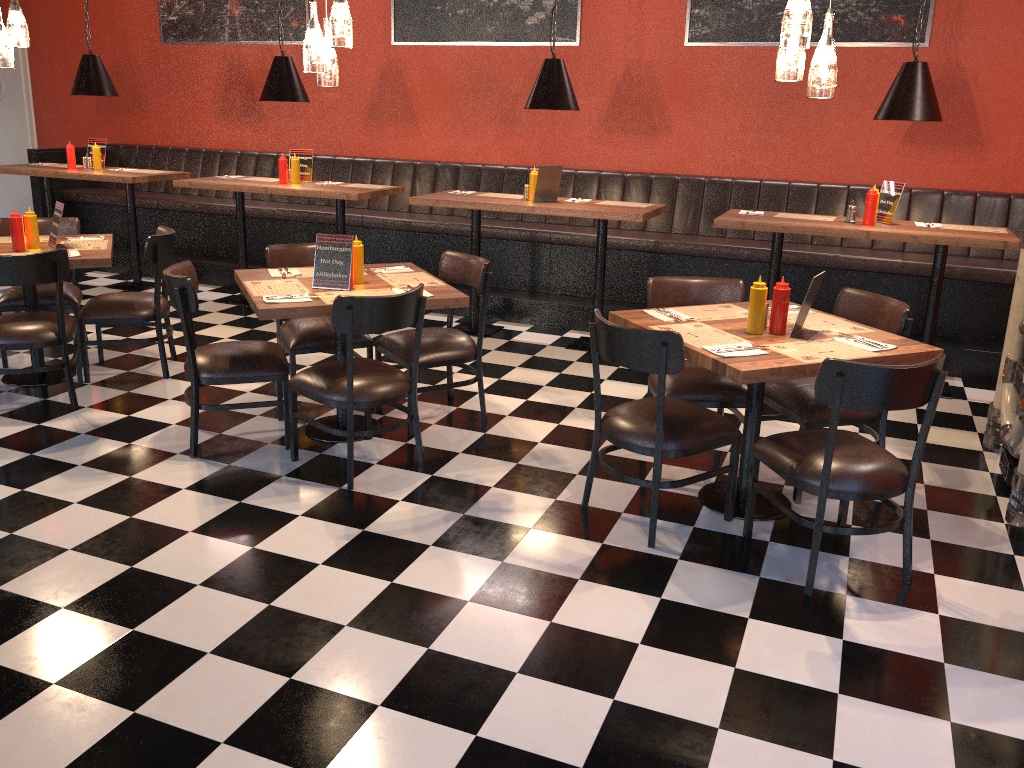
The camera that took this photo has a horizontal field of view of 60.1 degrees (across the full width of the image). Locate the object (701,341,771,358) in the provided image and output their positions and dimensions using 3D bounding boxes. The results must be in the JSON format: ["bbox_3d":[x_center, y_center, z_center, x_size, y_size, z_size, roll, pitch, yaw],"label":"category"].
[{"bbox_3d":[0.861,-0.136,3.358,0.255,0.019,0.159,-6,19,-22],"label":"object"}]

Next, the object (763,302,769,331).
[{"bbox_3d":[1.046,-0.298,3.699,0.047,0.134,0.094,8,17,21],"label":"object"}]

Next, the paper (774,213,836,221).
[{"bbox_3d":[1.910,-1.088,5.768,0.366,0.001,0.263,9,19,23],"label":"paper"}]

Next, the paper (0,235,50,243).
[{"bbox_3d":[-2.981,-0.883,5.404,0.366,0.001,0.264,-6,19,-24],"label":"paper"}]

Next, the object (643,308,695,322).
[{"bbox_3d":[0.696,-0.302,3.870,0.157,0.019,0.258,-4,18,-19],"label":"object"}]

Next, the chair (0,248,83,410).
[{"bbox_3d":[-2.602,-0.315,4.756,0.487,0.857,0.550,-5,17,-22],"label":"chair"}]

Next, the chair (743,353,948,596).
[{"bbox_3d":[1.220,0.266,3.263,0.486,0.857,0.551,-2,16,-13],"label":"chair"}]

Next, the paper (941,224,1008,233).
[{"bbox_3d":[2.818,-0.951,5.418,0.366,0.001,0.263,9,19,23],"label":"paper"}]

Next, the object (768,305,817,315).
[{"bbox_3d":[1.242,-0.340,4.042,0.255,0.019,0.159,-5,19,-20],"label":"object"}]

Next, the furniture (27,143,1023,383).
[{"bbox_3d":[-0.389,-1.268,7.528,8.774,1.136,1.115,9,18,21],"label":"furniture"}]

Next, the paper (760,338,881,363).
[{"bbox_3d":[1.182,-0.130,3.398,0.366,0.001,0.264,-6,19,-23],"label":"paper"}]

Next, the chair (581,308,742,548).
[{"bbox_3d":[0.591,0.138,3.612,0.546,0.857,0.490,-10,19,-35],"label":"chair"}]

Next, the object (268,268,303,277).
[{"bbox_3d":[-1.168,-0.576,4.568,0.157,0.019,0.258,-5,19,-20],"label":"object"}]

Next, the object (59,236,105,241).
[{"bbox_3d":[-2.652,-0.901,5.464,0.255,0.019,0.159,-5,19,-21],"label":"object"}]

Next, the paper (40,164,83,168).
[{"bbox_3d":[-4.058,-1.989,8.076,0.366,0.001,0.263,9,19,23],"label":"paper"}]

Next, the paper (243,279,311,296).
[{"bbox_3d":[-1.128,-0.464,4.246,0.261,0.001,0.369,-6,19,-23],"label":"paper"}]

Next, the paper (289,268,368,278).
[{"bbox_3d":[-0.969,-0.592,4.667,0.366,0.001,0.264,-5,19,-21],"label":"paper"}]

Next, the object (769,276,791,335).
[{"bbox_3d":[1.092,-0.322,3.608,0.068,0.235,0.068,7,16,18],"label":"object"}]

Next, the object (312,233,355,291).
[{"bbox_3d":[-0.852,-0.580,4.217,0.188,0.254,0.073,5,16,11],"label":"object"}]

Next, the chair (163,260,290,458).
[{"bbox_3d":[-1.380,-0.142,4.319,0.545,0.857,0.491,-4,17,-19],"label":"chair"}]

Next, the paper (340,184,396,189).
[{"bbox_3d":[-1.141,-1.560,6.985,0.366,0.001,0.263,9,19,23],"label":"paper"}]

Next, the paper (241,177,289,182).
[{"bbox_3d":[-2.046,-1.688,7.309,0.366,0.001,0.263,9,19,23],"label":"paper"}]

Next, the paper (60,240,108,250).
[{"bbox_3d":[-2.544,-0.824,5.257,0.261,0.001,0.369,-5,19,-21],"label":"paper"}]

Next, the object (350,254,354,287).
[{"bbox_3d":[-0.802,-0.589,4.282,0.068,0.235,0.068,9,17,26],"label":"object"}]

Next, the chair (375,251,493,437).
[{"bbox_3d":[-0.400,-0.239,4.720,0.546,0.857,0.491,-8,18,-30],"label":"chair"}]

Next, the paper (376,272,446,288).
[{"bbox_3d":[-0.518,-0.532,4.517,0.261,0.001,0.369,-6,19,-23],"label":"paper"}]

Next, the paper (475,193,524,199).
[{"bbox_3d":[-0.056,-1.394,6.557,0.366,0.001,0.263,9,19,23],"label":"paper"}]

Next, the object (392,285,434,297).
[{"bbox_3d":[-0.478,-0.441,4.205,0.157,0.019,0.258,-6,19,-22],"label":"object"}]

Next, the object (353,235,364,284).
[{"bbox_3d":[-0.765,-0.614,4.365,0.068,0.235,0.068,9,17,26],"label":"object"}]

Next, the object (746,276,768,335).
[{"bbox_3d":[0.999,-0.323,3.605,0.068,0.235,0.068,7,16,18],"label":"object"}]

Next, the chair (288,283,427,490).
[{"bbox_3d":[-0.688,-0.036,4.047,0.489,0.857,0.548,-14,22,-43],"label":"chair"}]

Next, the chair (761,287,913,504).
[{"bbox_3d":[1.450,0.032,4.030,0.545,0.857,0.492,-2,16,-14],"label":"chair"}]

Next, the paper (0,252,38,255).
[{"bbox_3d":[-2.699,-0.691,4.819,0.366,0.001,0.264,-6,19,-24],"label":"paper"}]

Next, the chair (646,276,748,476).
[{"bbox_3d":[0.884,-0.049,4.233,0.486,0.857,0.551,1,16,-3],"label":"chair"}]

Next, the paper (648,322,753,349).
[{"bbox_3d":[0.758,-0.200,3.581,0.261,0.001,0.369,-6,19,-23],"label":"paper"}]

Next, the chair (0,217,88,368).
[{"bbox_3d":[-2.992,-0.605,5.642,0.487,0.857,0.550,-4,17,-20],"label":"chair"}]

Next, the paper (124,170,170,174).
[{"bbox_3d":[-3.172,-1.853,7.727,0.366,0.001,0.263,9,19,23],"label":"paper"}]

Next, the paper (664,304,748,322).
[{"bbox_3d":[0.912,-0.323,3.988,0.366,0.001,0.264,-6,19,-23],"label":"paper"}]

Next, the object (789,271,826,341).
[{"bbox_3d":[1.196,-0.322,3.588,0.072,0.254,0.190,11,18,30],"label":"object"}]

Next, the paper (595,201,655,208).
[{"bbox_3d":[0.797,-1.266,6.231,0.366,0.001,0.263,9,19,23],"label":"paper"}]

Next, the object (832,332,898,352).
[{"bbox_3d":[1.382,-0.172,3.521,0.158,0.019,0.257,-8,20,-28],"label":"object"}]

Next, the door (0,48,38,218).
[{"bbox_3d":[-5.768,-2.739,10.009,1.028,2.154,0.163,8,16,21],"label":"door"}]

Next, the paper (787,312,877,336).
[{"bbox_3d":[1.345,-0.262,3.833,0.261,0.001,0.369,-5,19,-20],"label":"paper"}]

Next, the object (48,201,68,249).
[{"bbox_3d":[-2.646,-0.923,5.141,0.072,0.254,0.190,-10,20,-37],"label":"object"}]

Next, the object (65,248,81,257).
[{"bbox_3d":[-2.501,-0.733,4.945,0.158,0.019,0.257,-8,20,-29],"label":"object"}]

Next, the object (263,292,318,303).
[{"bbox_3d":[-0.994,-0.393,4.003,0.255,0.019,0.159,-5,19,-20],"label":"object"}]

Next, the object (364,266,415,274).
[{"bbox_3d":[-0.663,-0.614,4.736,0.255,0.019,0.159,-8,20,-29],"label":"object"}]

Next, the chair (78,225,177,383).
[{"bbox_3d":[-2.300,-0.499,5.369,0.545,0.857,0.492,-2,16,-14],"label":"chair"}]

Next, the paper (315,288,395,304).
[{"bbox_3d":[-0.706,-0.407,4.104,0.366,0.001,0.264,-6,19,-24],"label":"paper"}]

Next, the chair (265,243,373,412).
[{"bbox_3d":[-1.078,-0.326,4.933,0.487,0.857,0.550,-7,18,-27],"label":"chair"}]
